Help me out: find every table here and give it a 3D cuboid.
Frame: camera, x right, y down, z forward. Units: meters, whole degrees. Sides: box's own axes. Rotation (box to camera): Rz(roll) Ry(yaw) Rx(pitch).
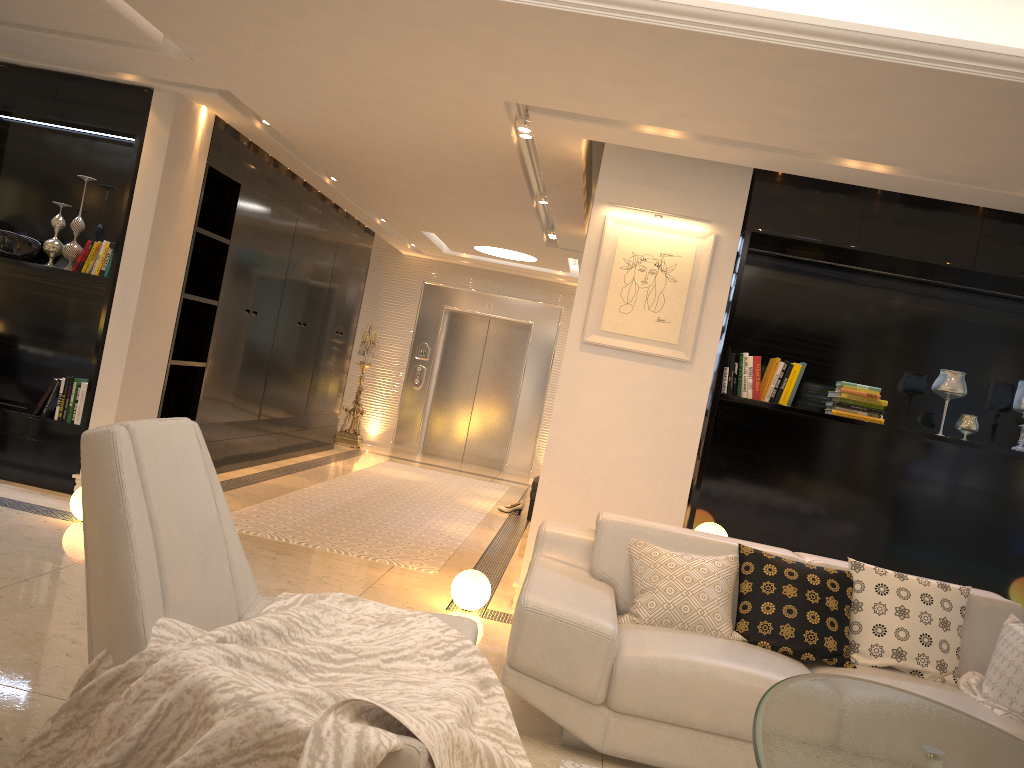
[{"bbox_3d":[0.914,1.150,1.597,0.999,0.565,2.140,11,0,4],"label":"table"}]

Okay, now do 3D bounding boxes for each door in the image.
[{"bbox_3d":[-1.654,-6.174,2.659,83.408,24.296,83.408,11,0,27],"label":"door"}]

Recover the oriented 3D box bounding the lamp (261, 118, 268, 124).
[{"bbox_3d":[-1.675,-1.859,6.126,0.107,0.127,0.107,11,0,-14],"label":"lamp"}]

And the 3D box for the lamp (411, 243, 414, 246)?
[{"bbox_3d":[-1.223,-1.806,11.198,0.107,0.127,0.107,11,0,-14],"label":"lamp"}]

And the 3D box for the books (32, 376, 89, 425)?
[{"bbox_3d":[-2.862,0.086,5.738,0.345,0.296,0.222,11,0,5],"label":"books"}]

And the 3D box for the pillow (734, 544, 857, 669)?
[{"bbox_3d":[1.155,0.896,3.595,0.524,0.355,0.323,11,0,6],"label":"pillow"}]

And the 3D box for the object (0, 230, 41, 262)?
[{"bbox_3d":[-3.259,-0.896,5.780,0.375,0.177,0.193,11,0,6],"label":"object"}]

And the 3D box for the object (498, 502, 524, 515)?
[{"bbox_3d":[-0.011,1.161,8.407,0.235,0.135,0.084,11,0,7],"label":"object"}]

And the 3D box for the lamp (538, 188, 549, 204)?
[{"bbox_3d":[0.259,-1.486,6.997,0.107,0.127,0.107,11,0,-14],"label":"lamp"}]

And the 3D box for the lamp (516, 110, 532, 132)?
[{"bbox_3d":[0.080,-1.508,5.076,0.107,0.127,0.107,11,0,-14],"label":"lamp"}]

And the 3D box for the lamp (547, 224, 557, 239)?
[{"bbox_3d":[0.398,-1.469,8.523,0.107,0.127,0.235,11,0,5],"label":"lamp"}]

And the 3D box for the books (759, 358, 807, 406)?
[{"bbox_3d":[1.535,-0.008,5.075,0.210,0.261,0.212,11,0,5],"label":"books"}]

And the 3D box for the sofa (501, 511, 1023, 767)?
[{"bbox_3d":[1.171,1.109,3.545,2.328,0.754,1.145,11,0,5],"label":"sofa"}]

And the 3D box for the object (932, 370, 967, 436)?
[{"bbox_3d":[2.483,0.117,5.069,0.181,0.381,0.181,11,0,-1],"label":"object"}]

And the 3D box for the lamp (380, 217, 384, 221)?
[{"bbox_3d":[-1.367,-1.823,9.584,0.107,0.127,0.107,11,0,24],"label":"lamp"}]

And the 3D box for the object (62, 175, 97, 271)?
[{"bbox_3d":[-2.808,-1.035,5.740,0.121,0.612,0.121,11,0,0],"label":"object"}]

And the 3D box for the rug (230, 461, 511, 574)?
[{"bbox_3d":[-0.977,1.035,7.974,1.526,0.015,5.025,11,0,5],"label":"rug"}]

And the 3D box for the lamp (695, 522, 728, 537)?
[{"bbox_3d":[1.159,0.918,5.194,0.213,0.214,0.212,11,1,45],"label":"lamp"}]

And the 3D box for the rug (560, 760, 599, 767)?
[{"bbox_3d":[0.846,1.438,1.575,1.661,0.020,2.900,11,0,5],"label":"rug"}]

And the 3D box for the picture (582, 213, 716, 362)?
[{"bbox_3d":[0.758,-0.536,4.918,0.610,0.729,0.027,11,0,5],"label":"picture"}]

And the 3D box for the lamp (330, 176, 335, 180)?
[{"bbox_3d":[-1.533,-1.843,7.741,0.107,0.127,0.107,11,0,-14],"label":"lamp"}]

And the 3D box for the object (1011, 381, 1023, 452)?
[{"bbox_3d":[2.973,0.203,5.126,0.156,0.426,0.156,11,0,10],"label":"object"}]

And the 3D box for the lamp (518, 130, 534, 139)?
[{"bbox_3d":[0.092,-1.506,5.204,0.107,0.127,0.107,11,0,-14],"label":"lamp"}]

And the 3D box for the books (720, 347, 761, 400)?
[{"bbox_3d":[1.309,-0.057,5.092,0.240,0.270,0.208,11,0,5],"label":"books"}]

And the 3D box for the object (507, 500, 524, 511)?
[{"bbox_3d":[0.043,1.171,8.593,0.084,0.135,0.235,11,0,-37],"label":"object"}]

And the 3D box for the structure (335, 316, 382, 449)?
[{"bbox_3d":[-1.811,-0.010,11.552,0.382,1.715,0.811,11,0,29],"label":"structure"}]

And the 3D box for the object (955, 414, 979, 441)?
[{"bbox_3d":[2.588,0.253,5.047,0.119,0.154,0.119,11,0,15],"label":"object"}]

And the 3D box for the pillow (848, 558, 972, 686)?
[{"bbox_3d":[1.609,0.970,3.597,0.526,0.399,0.255,11,0,5],"label":"pillow"}]

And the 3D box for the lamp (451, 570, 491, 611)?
[{"bbox_3d":[-0.220,1.103,4.749,0.213,0.214,0.212,11,1,45],"label":"lamp"}]

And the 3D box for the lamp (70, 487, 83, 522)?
[{"bbox_3d":[-2.389,0.676,5.031,0.213,0.214,0.212,11,1,45],"label":"lamp"}]

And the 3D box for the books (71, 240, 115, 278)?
[{"bbox_3d":[-2.655,-0.812,5.742,0.290,0.238,0.189,11,0,4],"label":"books"}]

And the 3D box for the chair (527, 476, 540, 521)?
[{"bbox_3d":[0.562,0.882,8.454,0.702,0.898,0.625,11,0,6],"label":"chair"}]

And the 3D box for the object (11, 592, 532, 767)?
[{"bbox_3d":[-0.601,0.853,2.000,0.972,0.580,1.347,11,1,42],"label":"object"}]

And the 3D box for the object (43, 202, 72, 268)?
[{"bbox_3d":[-2.973,-0.968,5.781,0.121,0.416,0.121,11,0,0],"label":"object"}]

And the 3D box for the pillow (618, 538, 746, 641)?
[{"bbox_3d":[0.700,0.842,3.627,0.521,0.329,0.351,11,0,5],"label":"pillow"}]

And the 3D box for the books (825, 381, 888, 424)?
[{"bbox_3d":[1.965,0.106,5.059,0.296,0.197,0.260,11,0,8],"label":"books"}]

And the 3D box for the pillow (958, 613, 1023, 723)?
[{"bbox_3d":[1.864,1.050,3.317,0.281,0.325,0.521,11,0,15],"label":"pillow"}]

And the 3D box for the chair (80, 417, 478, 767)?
[{"bbox_3d":[-0.597,0.650,2.209,0.983,0.991,1.027,11,0,4],"label":"chair"}]
